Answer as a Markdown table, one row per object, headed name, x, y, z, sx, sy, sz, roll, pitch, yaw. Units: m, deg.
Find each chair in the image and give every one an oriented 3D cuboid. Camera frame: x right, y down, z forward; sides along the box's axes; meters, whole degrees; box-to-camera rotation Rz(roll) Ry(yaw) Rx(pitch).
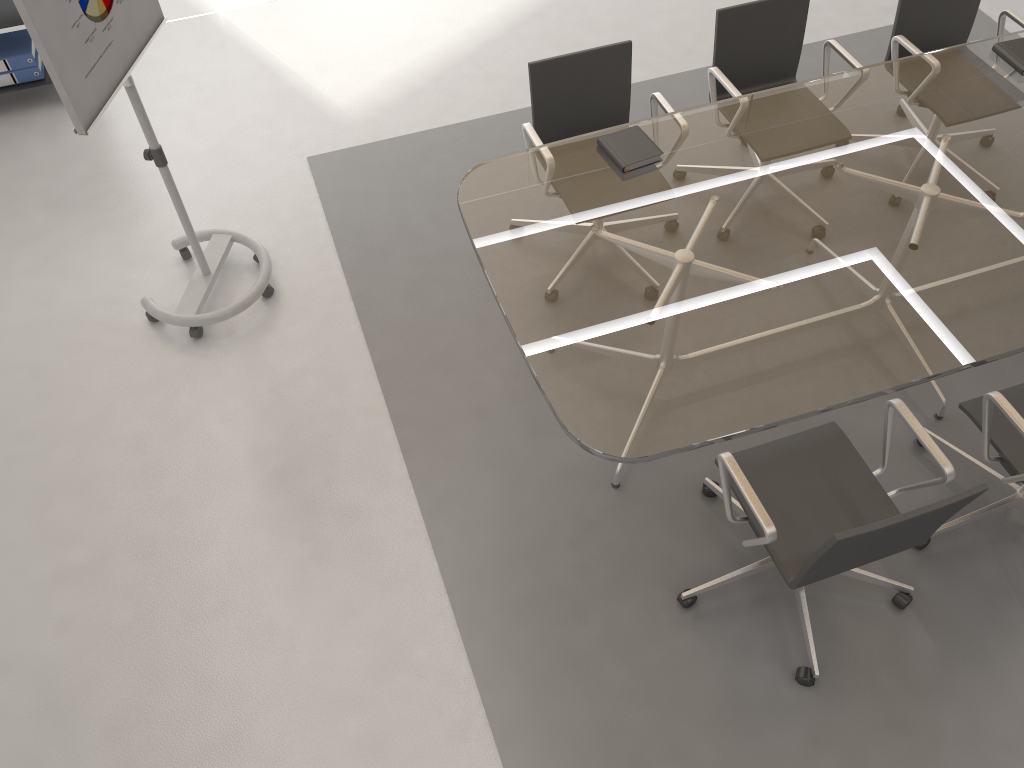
| name | x | y | z | sx | sy | sz | roll | pitch | yaw |
| --- | --- | --- | --- | --- | --- | --- | --- | --- | --- |
| chair | 1.655 | 0.171 | 2.709 | 0.731 | 0.805 | 0.710 | -30 | 57 | -20 |
| chair | 0.374 | -0.798 | 3.503 | 0.731 | 0.805 | 0.710 | -31 | 57 | -20 |
| chair | 0.864 | 0.337 | 2.603 | 0.731 | 0.805 | 0.710 | -30 | 57 | -20 |
| chair | 1.915 | -1.252 | 3.812 | 0.731 | 0.805 | 0.710 | -31 | 57 | -20 |
| chair | 1.126 | -1.081 | 3.702 | 0.731 | 0.805 | 0.710 | -31 | 57 | -20 |

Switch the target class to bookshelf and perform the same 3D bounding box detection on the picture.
| name | x | y | z | sx | sy | sz | roll | pitch | yaw |
| --- | --- | --- | --- | --- | --- | --- | --- | --- | --- |
| bookshelf | -2.784 | -1.807 | 4.351 | 0.985 | 0.855 | 0.567 | -16 | 53 | -11 |

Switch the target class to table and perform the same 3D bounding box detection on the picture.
| name | x | y | z | sx | sy | sz | roll | pitch | yaw |
| --- | --- | --- | --- | --- | --- | --- | --- | --- | --- |
| table | 1.410 | -0.439 | 3.241 | 3.054 | 0.721 | 1.372 | -16 | 53 | -11 |

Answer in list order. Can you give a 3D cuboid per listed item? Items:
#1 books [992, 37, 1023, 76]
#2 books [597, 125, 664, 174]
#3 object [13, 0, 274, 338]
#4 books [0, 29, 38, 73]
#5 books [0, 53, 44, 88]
| name | x | y | z | sx | sy | sz | roll | pitch | yaw |
| --- | --- | --- | --- | --- | --- | --- | --- | --- | --- |
| books | 1.958 | -1.252 | 3.381 | 0.164 | 0.032 | 0.183 | -15 | 53 | -10 |
| books | 0.411 | -0.818 | 3.088 | 0.164 | 0.032 | 0.183 | -21 | 54 | -14 |
| object | -1.295 | -1.038 | 2.925 | 0.560 | 2.088 | 0.553 | -28 | 56 | -19 |
| books | -2.569 | -1.665 | 4.462 | 0.320 | 0.077 | 0.263 | -16 | 53 | -11 |
| books | -2.567 | -1.619 | 4.519 | 0.320 | 0.077 | 0.263 | -16 | 53 | -11 |
